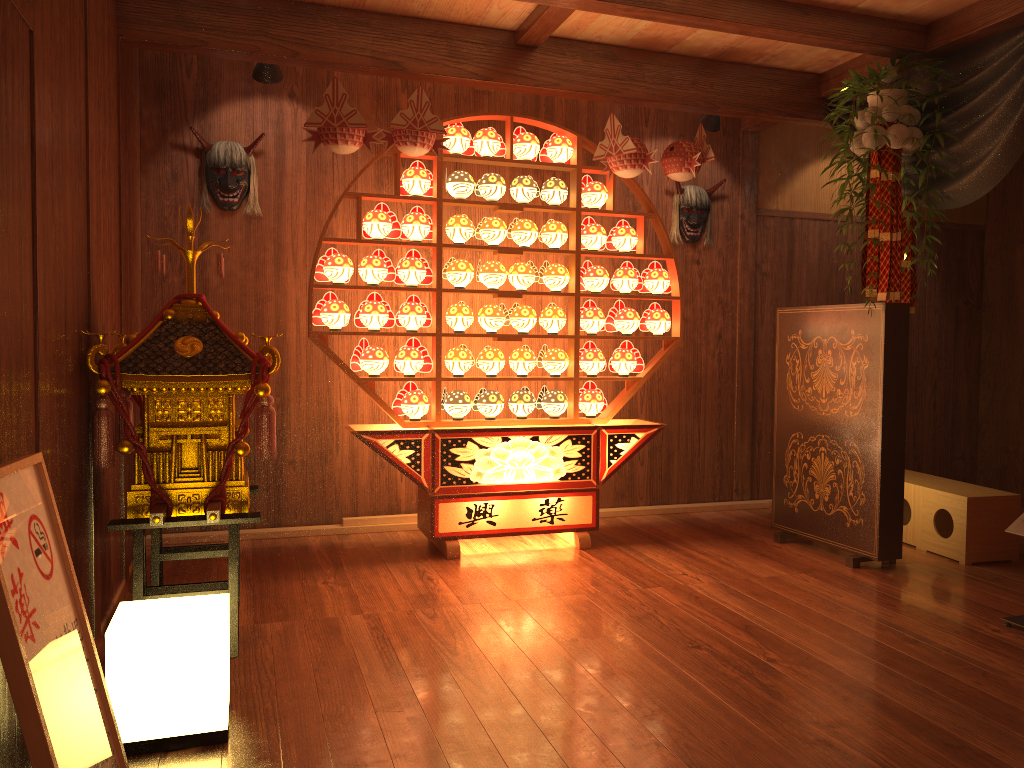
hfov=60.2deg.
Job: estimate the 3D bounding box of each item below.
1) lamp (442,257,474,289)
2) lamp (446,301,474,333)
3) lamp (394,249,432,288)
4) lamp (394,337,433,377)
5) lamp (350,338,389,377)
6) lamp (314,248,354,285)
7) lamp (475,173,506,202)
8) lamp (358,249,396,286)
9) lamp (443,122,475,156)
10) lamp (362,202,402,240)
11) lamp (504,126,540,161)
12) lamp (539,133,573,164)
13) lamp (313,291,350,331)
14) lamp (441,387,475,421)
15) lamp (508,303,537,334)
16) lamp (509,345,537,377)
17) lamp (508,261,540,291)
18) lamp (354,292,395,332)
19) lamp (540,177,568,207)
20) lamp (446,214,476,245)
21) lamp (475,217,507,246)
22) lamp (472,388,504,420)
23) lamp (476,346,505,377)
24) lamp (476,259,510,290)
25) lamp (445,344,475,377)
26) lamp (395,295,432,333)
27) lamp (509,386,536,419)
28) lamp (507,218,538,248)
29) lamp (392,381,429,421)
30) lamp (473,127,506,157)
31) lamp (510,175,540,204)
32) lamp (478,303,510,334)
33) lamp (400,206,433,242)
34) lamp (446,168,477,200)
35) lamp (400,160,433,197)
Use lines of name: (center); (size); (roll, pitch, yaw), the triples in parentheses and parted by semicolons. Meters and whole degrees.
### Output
lamp: (-0.256, -0.558, 4.440); (0.144, 0.167, 0.151); (-1, 3, -38)
lamp: (-0.265, -0.338, 4.451); (0.139, 0.167, 0.157); (1, 3, 2)
lamp: (-0.493, -0.574, 4.356); (0.201, 0.200, 0.156); (0, 3, -4)
lamp: (-0.509, -0.133, 4.371); (0.199, 0.200, 0.158); (1, 3, 6)
lamp: (-0.666, -0.130, 4.322); (0.152, 0.194, 0.191); (2, 3, 32)
lamp: (-0.827, -0.566, 4.237); (0.196, 0.187, 0.152); (-1, 3, -38)
lamp: (-0.097, -0.996, 4.478); (0.143, 0.161, 0.152); (-1, 3, -28)
lamp: (-0.677, -0.569, 4.293); (0.179, 0.191, 0.159); (1, 3, 11)
lamp: (-0.276, -1.235, 4.401); (0.202, 0.200, 0.155); (0, 3, -9)
lamp: (-0.655, -0.793, 4.290); (0.199, 0.200, 0.158); (1, 3, 6)
lamp: (0.078, -1.236, 4.529); (0.206, 0.200, 0.152); (-1, 3, -29)
lamp: (0.251, -1.231, 4.592); (0.192, 0.188, 0.154); (0, 3, -14)
lamp: (-0.844, -0.350, 4.240); (0.195, 0.195, 0.152); (-1, 3, -33)
lamp: (-0.265, 0.101, 4.478); (0.155, 0.167, 0.141); (1, 3, 12)
lamp: (0.063, -0.340, 4.569); (0.144, 0.167, 0.152); (-1, 3, -33)
lamp: (0.052, -0.119, 4.579); (0.137, 0.167, 0.159); (1, 3, 12)
lamp: (0.045, -0.560, 4.563); (0.135, 0.167, 0.162); (3, 3, 37)
lamp: (-0.672, -0.353, 4.302); (0.202, 0.200, 0.155); (0, 3, -9)
lamp: (0.221, -1.003, 4.593); (0.140, 0.173, 0.156); (0, 3, -3)
lamp: (-0.265, -0.779, 4.431); (0.137, 0.167, 0.159); (1, 3, 12)
lamp: (-0.089, -0.776, 4.493); (0.144, 0.161, 0.151); (-1, 3, -38)
lamp: (-0.105, 0.103, 4.531); (0.144, 0.161, 0.151); (-1, 3, -38)
lamp: (-0.102, -0.116, 4.519); (0.142, 0.161, 0.153); (0, 3, -18)
lamp: (-0.088, -0.556, 4.510); (0.155, 0.161, 0.141); (1, 3, 12)
lamp: (-0.272, -0.118, 4.462); (0.137, 0.167, 0.159); (1, 3, 12)
lamp: (-0.494, -0.350, 4.367); (0.183, 0.192, 0.156); (0, 3, -4)
lamp: (0.049, 0.099, 4.589); (0.137, 0.167, 0.159); (1, 3, 12)
lamp: (0.070, -0.780, 4.550); (0.144, 0.167, 0.151); (-1, 3, -38)
lamp: (-0.478, 0.086, 4.397); (0.200, 0.197, 0.152); (-1, 3, -29)
lamp: (-0.131, -1.225, 4.459); (0.167, 0.179, 0.159); (1, 3, 12)
lamp: (0.056, -1.000, 4.539); (0.136, 0.167, 0.160); (2, 3, 22)
lamp: (-0.111, -0.336, 4.514); (0.162, 0.161, 0.134); (-2, 4, -43)
lamp: (-0.473, -0.792, 4.353); (0.190, 0.195, 0.156); (0, 3, -4)
lamp: (-0.250, -0.999, 4.435); (0.158, 0.167, 0.138); (0, 3, -3)
lamp: (-0.470, -1.014, 4.342); (0.201, 0.200, 0.156); (0, 3, -4)
